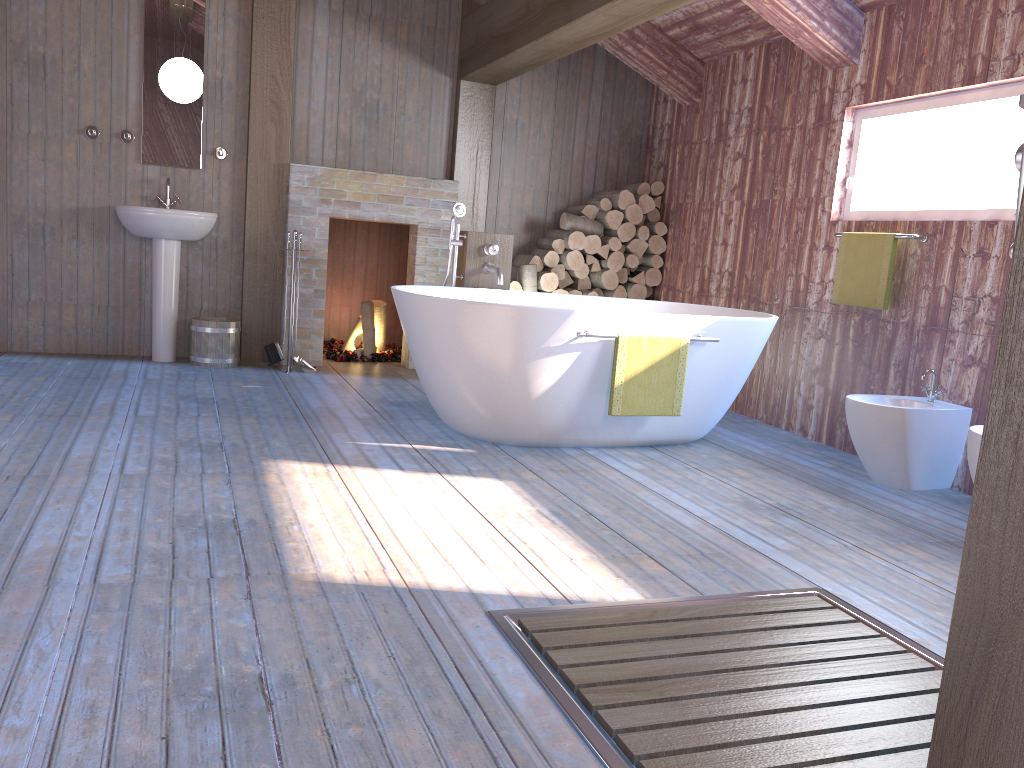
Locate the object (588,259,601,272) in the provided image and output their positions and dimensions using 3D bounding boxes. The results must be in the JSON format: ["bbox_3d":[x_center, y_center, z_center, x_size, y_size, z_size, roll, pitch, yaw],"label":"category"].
[{"bbox_3d":[0.554,-0.863,6.394,0.085,0.096,0.280,2,9,-20],"label":"object"}]

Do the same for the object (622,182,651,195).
[{"bbox_3d":[0.898,-1.401,6.456,0.104,0.121,0.270,2,9,-19],"label":"object"}]

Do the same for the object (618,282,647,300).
[{"bbox_3d":[0.824,-0.685,6.531,0.137,0.133,0.437,1,9,-22],"label":"object"}]

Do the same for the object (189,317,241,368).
[{"bbox_3d":[-1.878,-0.266,5.615,0.309,0.290,0.308,3,9,-10],"label":"object"}]

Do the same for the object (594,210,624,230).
[{"bbox_3d":[0.637,-1.187,6.381,0.139,0.148,0.458,2,9,-20],"label":"object"}]

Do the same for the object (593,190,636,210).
[{"bbox_3d":[0.729,-1.321,6.391,0.135,0.139,0.456,2,9,-19],"label":"object"}]

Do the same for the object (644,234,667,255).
[{"bbox_3d":[0.965,-1.032,6.514,0.147,0.152,0.439,2,9,-20],"label":"object"}]

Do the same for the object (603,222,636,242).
[{"bbox_3d":[0.728,-1.094,6.412,0.143,0.151,0.440,2,9,-20],"label":"object"}]

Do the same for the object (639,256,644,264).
[{"bbox_3d":[0.891,-0.923,6.552,0.088,0.092,0.280,2,9,-20],"label":"object"}]

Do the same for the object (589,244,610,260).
[{"bbox_3d":[0.560,-0.950,6.372,0.109,0.124,0.424,1,9,-21],"label":"object"}]

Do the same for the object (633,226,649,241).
[{"bbox_3d":[0.860,-1.102,6.458,0.089,0.106,0.437,2,9,-19],"label":"object"}]

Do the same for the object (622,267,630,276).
[{"bbox_3d":[0.790,-0.825,6.470,0.065,0.069,0.177,1,9,-21],"label":"object"}]

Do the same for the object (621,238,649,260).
[{"bbox_3d":[0.810,-0.993,6.492,0.172,0.151,0.482,2,9,-19],"label":"object"}]

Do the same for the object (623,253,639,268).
[{"bbox_3d":[0.781,-0.909,6.463,0.102,0.109,0.438,2,9,-20],"label":"object"}]

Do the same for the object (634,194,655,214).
[{"bbox_3d":[0.877,-1.303,6.451,0.133,0.142,0.456,2,9,-19],"label":"object"}]

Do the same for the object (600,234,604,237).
[{"bbox_3d":[0.553,-1.098,6.451,0.121,0.124,0.291,2,9,-20],"label":"object"}]

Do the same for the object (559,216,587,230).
[{"bbox_3d":[0.445,-1.148,6.400,0.113,0.130,0.291,2,9,-19],"label":"object"}]

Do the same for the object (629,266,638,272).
[{"bbox_3d":[0.848,-0.860,6.486,0.067,0.069,0.177,2,9,-20],"label":"object"}]

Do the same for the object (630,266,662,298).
[{"bbox_3d":[0.937,-0.752,6.562,0.137,0.256,0.439,2,9,-20],"label":"object"}]

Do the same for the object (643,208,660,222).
[{"bbox_3d":[0.980,-1.243,6.517,0.107,0.115,0.269,2,9,-19],"label":"object"}]

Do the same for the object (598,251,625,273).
[{"bbox_3d":[0.658,-0.891,6.423,0.136,0.157,0.439,2,9,-20],"label":"object"}]

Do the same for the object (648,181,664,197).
[{"bbox_3d":[0.999,-1.422,6.491,0.112,0.113,0.271,2,9,-20],"label":"object"}]

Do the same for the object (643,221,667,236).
[{"bbox_3d":[0.987,-1.142,6.498,0.102,0.109,0.438,2,9,-20],"label":"object"}]

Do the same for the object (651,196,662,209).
[{"bbox_3d":[0.991,-1.340,6.520,0.081,0.100,0.281,2,9,-21],"label":"object"}]

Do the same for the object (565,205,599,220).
[{"bbox_3d":[0.502,-1.231,6.407,0.140,0.121,0.319,2,9,-19],"label":"object"}]

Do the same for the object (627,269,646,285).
[{"bbox_3d":[0.837,-0.799,6.506,0.115,0.112,0.423,2,9,-20],"label":"object"}]

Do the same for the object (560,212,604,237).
[{"bbox_3d":[0.488,-1.110,6.209,0.302,0.157,0.121,2,9,-20],"label":"object"}]

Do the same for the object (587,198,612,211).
[{"bbox_3d":[0.625,-1.280,6.328,0.094,0.097,0.227,2,9,-20],"label":"object"}]

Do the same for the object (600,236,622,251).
[{"bbox_3d":[0.649,-1.018,6.392,0.102,0.109,0.438,2,9,-20],"label":"object"}]

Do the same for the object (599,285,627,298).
[{"bbox_3d":[0.717,-0.673,6.458,0.114,0.113,0.301,1,9,-23],"label":"object"}]

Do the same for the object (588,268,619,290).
[{"bbox_3d":[0.608,-0.770,6.427,0.141,0.143,0.437,1,9,-22],"label":"object"}]

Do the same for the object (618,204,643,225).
[{"bbox_3d":[0.776,-1.227,6.406,0.141,0.143,0.437,1,9,-22],"label":"object"}]

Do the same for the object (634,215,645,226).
[{"bbox_3d":[0.853,-1.202,6.547,0.132,0.119,0.319,2,9,-19],"label":"object"}]

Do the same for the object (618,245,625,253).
[{"bbox_3d":[0.721,-0.966,6.409,0.095,0.090,0.278,2,9,-19],"label":"object"}]

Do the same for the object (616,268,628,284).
[{"bbox_3d":[0.724,-0.801,6.449,0.111,0.118,0.302,1,9,-21],"label":"object"}]

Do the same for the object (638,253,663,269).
[{"bbox_3d":[0.964,-0.914,6.532,0.102,0.109,0.438,2,9,-20],"label":"object"}]

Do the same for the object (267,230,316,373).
[{"bbox_3d":[-1.428,-0.535,5.648,0.276,0.888,0.333,8,9,21],"label":"object"}]
